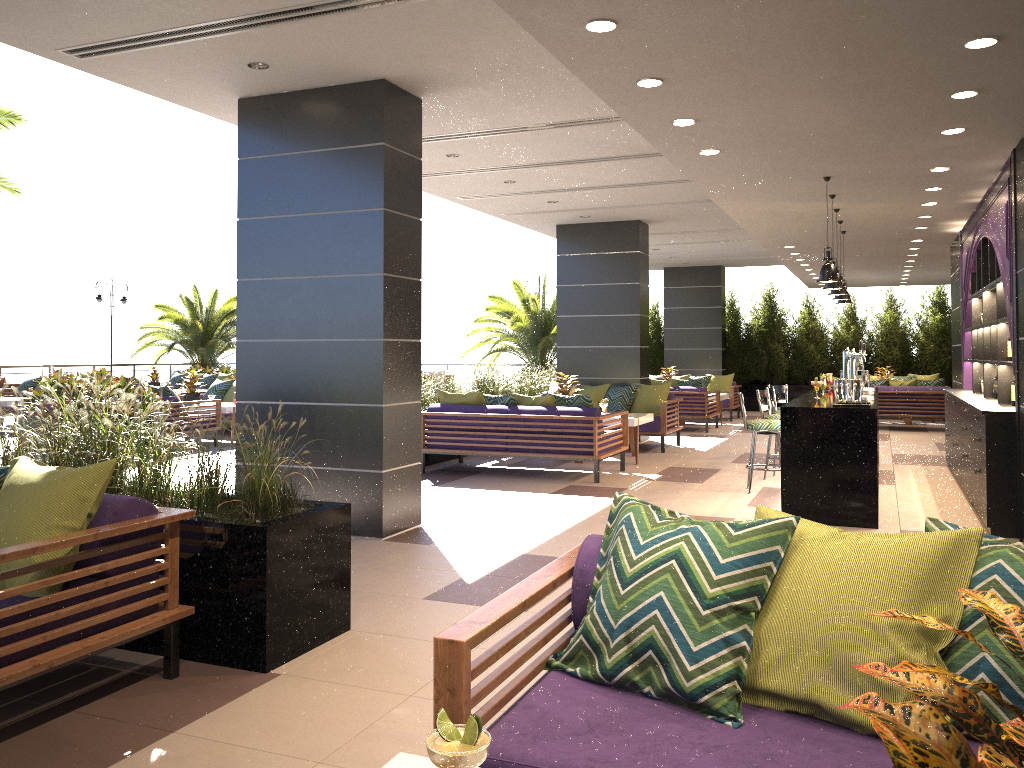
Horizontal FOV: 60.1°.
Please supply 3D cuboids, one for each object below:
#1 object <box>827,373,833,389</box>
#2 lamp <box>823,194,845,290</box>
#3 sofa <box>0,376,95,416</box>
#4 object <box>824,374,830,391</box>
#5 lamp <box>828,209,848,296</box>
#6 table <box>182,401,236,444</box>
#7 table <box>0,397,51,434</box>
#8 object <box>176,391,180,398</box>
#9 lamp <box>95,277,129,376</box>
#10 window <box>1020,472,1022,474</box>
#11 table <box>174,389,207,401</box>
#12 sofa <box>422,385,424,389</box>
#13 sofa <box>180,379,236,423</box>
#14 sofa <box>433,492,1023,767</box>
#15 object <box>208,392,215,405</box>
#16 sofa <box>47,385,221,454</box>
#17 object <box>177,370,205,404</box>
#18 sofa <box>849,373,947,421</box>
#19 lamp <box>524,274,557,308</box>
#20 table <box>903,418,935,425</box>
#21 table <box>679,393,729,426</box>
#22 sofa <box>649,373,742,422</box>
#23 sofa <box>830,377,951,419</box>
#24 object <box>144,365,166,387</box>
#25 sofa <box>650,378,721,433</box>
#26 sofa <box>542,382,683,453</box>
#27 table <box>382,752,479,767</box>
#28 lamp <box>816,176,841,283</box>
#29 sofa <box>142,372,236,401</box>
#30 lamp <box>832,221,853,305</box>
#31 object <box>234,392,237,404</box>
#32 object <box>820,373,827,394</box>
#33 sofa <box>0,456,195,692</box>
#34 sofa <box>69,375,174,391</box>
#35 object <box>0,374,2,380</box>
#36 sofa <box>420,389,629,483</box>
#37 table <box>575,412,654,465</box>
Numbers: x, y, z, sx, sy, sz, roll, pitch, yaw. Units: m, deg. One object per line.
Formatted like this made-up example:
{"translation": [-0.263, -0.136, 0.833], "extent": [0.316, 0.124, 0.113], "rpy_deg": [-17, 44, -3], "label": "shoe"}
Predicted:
{"translation": [3.715, -0.032, 10.350], "extent": [0.069, 0.181, 0.068], "rpy_deg": [0, -1, -5], "label": "object"}
{"translation": [2.929, -1.293, 8.068], "extent": [0.163, 0.866, 0.162], "rpy_deg": [1, -2, -25], "label": "lamp"}
{"translation": [-8.539, 0.308, 16.326], "extent": [2.125, 0.921, 1.119], "rpy_deg": [1, 1, 23], "label": "sofa"}
{"translation": [3.479, -0.017, 9.793], "extent": [0.084, 0.190, 0.067], "rpy_deg": [1, -1, -42], "label": "object"}
{"translation": [3.259, -1.321, 8.860], "extent": [0.163, 0.866, 0.162], "rpy_deg": [1, -2, -25], "label": "lamp"}
{"translation": [-4.869, 0.582, 13.537], "extent": [2.036, 0.554, 0.941], "rpy_deg": [1, 1, 23], "label": "table"}
{"translation": [-8.994, 0.527, 15.253], "extent": [2.036, 0.554, 0.941], "rpy_deg": [1, 1, 23], "label": "table"}
{"translation": [-5.298, 0.198, 14.033], "extent": [0.069, 0.181, 0.068], "rpy_deg": [1, -1, -34], "label": "object"}
{"translation": [-10.369, -1.123, 22.919], "extent": [0.264, 3.333, 1.121], "rpy_deg": [-1, -1, 23], "label": "lamp"}
{"translation": [5.612, -0.339, 7.856], "extent": [1.941, 2.762, 11.541], "rpy_deg": [0, 2, 23], "label": "window"}
{"translation": [-7.532, 0.405, 18.764], "extent": [2.036, 0.554, 0.941], "rpy_deg": [1, 1, 23], "label": "table"}
{"translation": [-2.958, 0.240, 18.141], "extent": [2.125, 0.921, 1.119], "rpy_deg": [1, 1, 23], "label": "sofa"}
{"translation": [-4.403, 0.362, 14.606], "extent": [2.125, 0.921, 1.119], "rpy_deg": [1, 1, 23], "label": "sofa"}
{"translation": [1.004, 0.786, 2.083], "extent": [2.125, 0.921, 1.119], "rpy_deg": [1, 1, 23], "label": "sofa"}
{"translation": [-4.430, 0.223, 13.051], "extent": [0.106, 0.197, 0.105], "rpy_deg": [0, -1, -34], "label": "object"}
{"translation": [-5.304, 0.436, 12.477], "extent": [2.125, 0.921, 1.119], "rpy_deg": [1, 1, 23], "label": "sofa"}
{"translation": [-4.879, 0.042, 13.528], "extent": [0.430, 0.527, 0.425], "rpy_deg": [0, 0, 40], "label": "object"}
{"translation": [7.611, 0.236, 17.941], "extent": [2.125, 0.921, 1.119], "rpy_deg": [1, 1, 23], "label": "sofa"}
{"translation": [0.823, -1.109, 22.190], "extent": [1.122, 3.333, 0.263], "rpy_deg": [-1, -2, 23], "label": "lamp"}
{"translation": [7.124, 0.461, 16.723], "extent": [2.036, 0.554, 0.941], "rpy_deg": [1, 1, 23], "label": "table"}
{"translation": [2.999, 0.463, 16.772], "extent": [2.036, 0.554, 0.941], "rpy_deg": [1, 1, 23], "label": "table"}
{"translation": [3.488, 0.240, 17.937], "extent": [2.125, 0.921, 1.119], "rpy_deg": [1, 1, 23], "label": "sofa"}
{"translation": [6.624, 0.318, 15.571], "extent": [2.125, 0.921, 1.119], "rpy_deg": [1, 1, 23], "label": "sofa"}
{"translation": [-7.592, -0.134, 18.751], "extent": [0.425, 0.527, 0.430], "rpy_deg": [0, 0, -40], "label": "object"}
{"translation": [2.502, 0.323, 15.566], "extent": [2.125, 0.921, 1.119], "rpy_deg": [1, 1, 23], "label": "sofa"}
{"translation": [1.259, 0.426, 12.582], "extent": [2.125, 0.921, 1.119], "rpy_deg": [1, 1, 23], "label": "sofa"}
{"translation": [0.546, 1.011, 0.864], "extent": [2.036, 0.554, 0.941], "rpy_deg": [1, 1, 23], "label": "table"}
{"translation": [2.589, -1.265, 7.249], "extent": [0.163, 0.866, 0.162], "rpy_deg": [1, -2, -25], "label": "lamp"}
{"translation": [-7.087, 0.185, 19.858], "extent": [2.125, 0.921, 1.119], "rpy_deg": [1, 1, 23], "label": "sofa"}
{"translation": [3.759, -1.362, 10.061], "extent": [0.192, 0.865, 1.080], "rpy_deg": [-1, 0, 23], "label": "lamp"}
{"translation": [-4.228, 0.209, 13.556], "extent": [0.067, 0.190, 0.084], "rpy_deg": [1, -1, -37], "label": "object"}
{"translation": [3.221, -0.006, 9.164], "extent": [0.069, 0.211, 0.068], "rpy_deg": [0, -1, 6], "label": "object"}
{"translation": [-2.504, 0.740, 3.542], "extent": [2.125, 0.921, 1.119], "rpy_deg": [1, 1, 23], "label": "sofa"}
{"translation": [-7.987, 0.259, 17.729], "extent": [2.125, 0.921, 1.119], "rpy_deg": [1, 1, 23], "label": "sofa"}
{"translation": [-8.994, -0.012, 15.235], "extent": [0.430, 0.527, 0.424], "rpy_deg": [0, 0, -35], "label": "object"}
{"translation": [0.126, 0.520, 9.861], "extent": [2.125, 0.921, 1.119], "rpy_deg": [1, 1, 23], "label": "sofa"}
{"translation": [0.679, 0.656, 11.198], "extent": [2.036, 0.554, 0.941], "rpy_deg": [1, 1, 23], "label": "table"}
